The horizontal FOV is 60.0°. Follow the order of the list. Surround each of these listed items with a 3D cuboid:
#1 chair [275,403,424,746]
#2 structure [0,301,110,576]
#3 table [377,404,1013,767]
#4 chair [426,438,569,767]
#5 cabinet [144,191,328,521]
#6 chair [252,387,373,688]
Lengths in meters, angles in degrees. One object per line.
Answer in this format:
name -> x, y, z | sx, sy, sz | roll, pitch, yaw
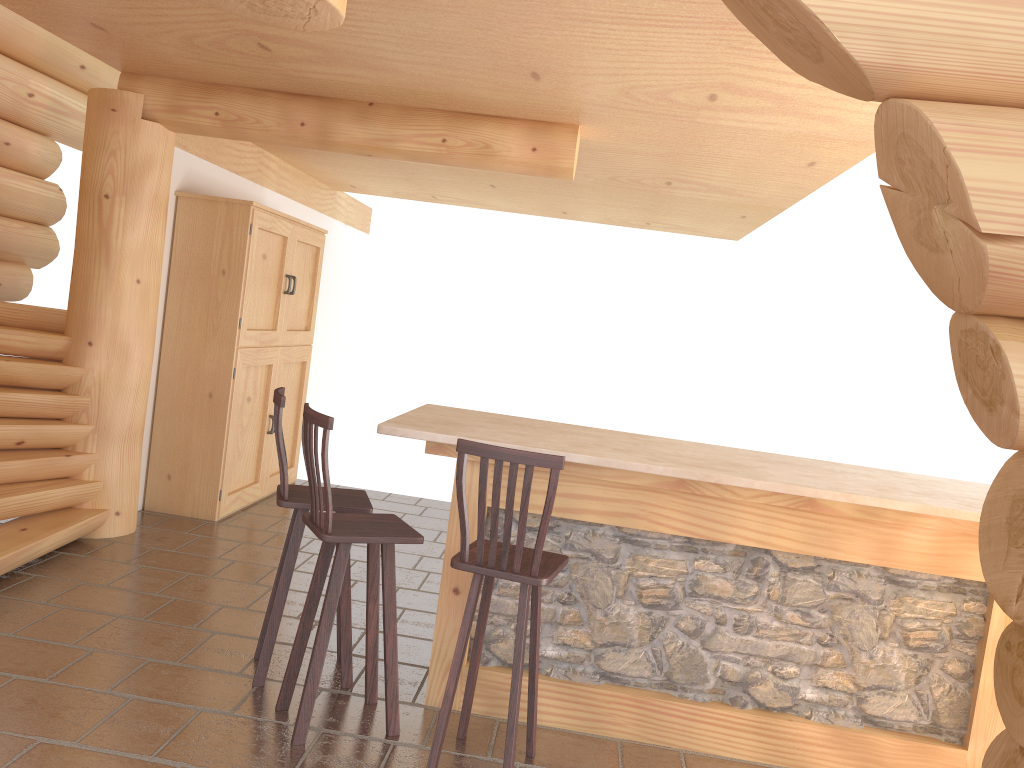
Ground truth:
chair -> -0.677, 0.775, 3.698 | 0.504, 1.319, 0.406 | 6, 4, -27
structure -> -3.523, 0.173, 4.577 | 1.951, 1.643, 3.604 | 8, 4, -1
table -> 0.973, 0.987, 4.336 | 3.220, 1.257, 1.196 | 8, 4, 5
chair -> -0.038, 0.876, 3.470 | 0.406, 1.319, 0.504 | 9, 4, 15
cabinet -> -2.251, -0.240, 7.518 | 0.670, 2.403, 1.847 | 8, 4, 5
chair -> -0.930, 0.711, 4.149 | 0.504, 1.319, 0.406 | 7, 4, -15
